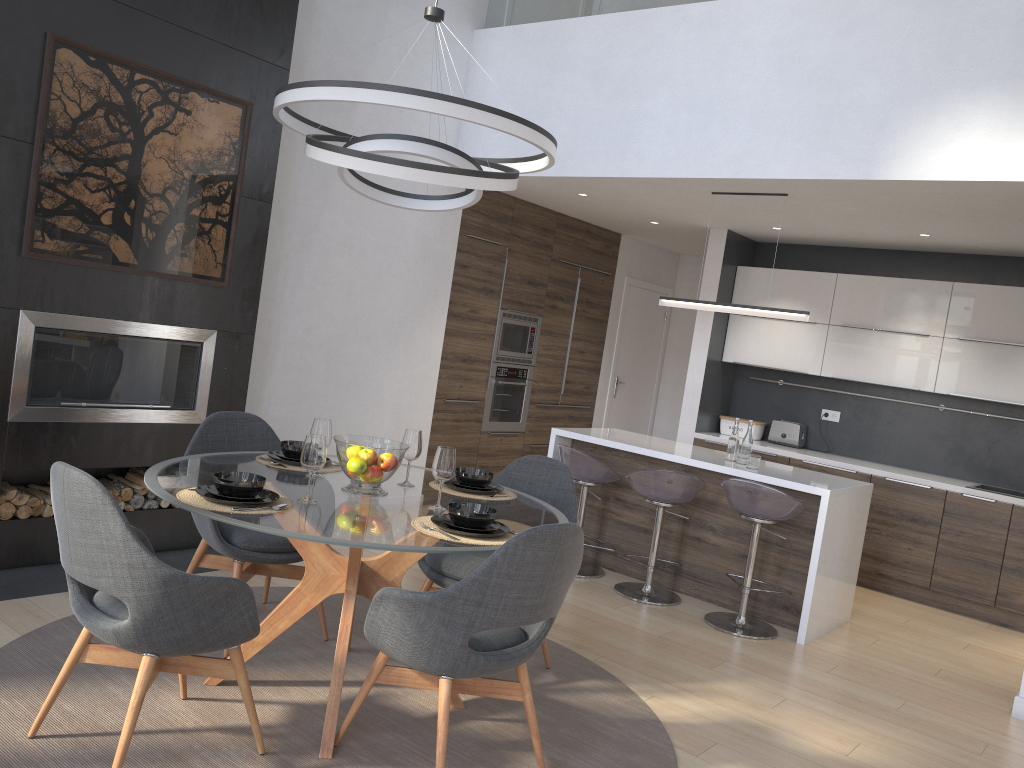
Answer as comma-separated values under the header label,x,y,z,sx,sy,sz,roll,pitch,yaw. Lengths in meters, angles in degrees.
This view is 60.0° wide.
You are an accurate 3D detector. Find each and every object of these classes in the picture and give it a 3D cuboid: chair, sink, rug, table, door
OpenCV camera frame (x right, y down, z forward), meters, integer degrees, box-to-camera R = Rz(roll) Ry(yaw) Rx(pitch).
label,x,y,z,sx,sy,sz,roll,pitch,yaw
chair,0.448,0.786,5.629,0.434,0.787,0.475,6,4,-34
chair,1.335,0.934,4.913,0.475,0.838,0.434,11,4,36
sink,3.458,0.722,5.993,0.626,0.518,0.512,11,4,38
chair,-0.139,0.806,2.827,0.619,0.891,0.655,12,5,44
rug,-0.641,1.154,3.282,2.499,0.010,2.499,9,3,11
table,-0.590,0.771,3.252,1.499,0.764,1.499,10,4,27
door,1.238,0.040,8.985,0.085,2.136,0.974,11,4,38
chair,-0.081,0.758,3.815,0.655,0.891,0.619,11,4,39
chair,-1.104,0.606,3.805,0.619,0.891,0.655,12,5,44
chair,-1.080,0.675,2.659,0.655,0.891,0.619,11,4,39
chair,0.866,0.869,5.279,0.475,0.787,0.434,9,3,1

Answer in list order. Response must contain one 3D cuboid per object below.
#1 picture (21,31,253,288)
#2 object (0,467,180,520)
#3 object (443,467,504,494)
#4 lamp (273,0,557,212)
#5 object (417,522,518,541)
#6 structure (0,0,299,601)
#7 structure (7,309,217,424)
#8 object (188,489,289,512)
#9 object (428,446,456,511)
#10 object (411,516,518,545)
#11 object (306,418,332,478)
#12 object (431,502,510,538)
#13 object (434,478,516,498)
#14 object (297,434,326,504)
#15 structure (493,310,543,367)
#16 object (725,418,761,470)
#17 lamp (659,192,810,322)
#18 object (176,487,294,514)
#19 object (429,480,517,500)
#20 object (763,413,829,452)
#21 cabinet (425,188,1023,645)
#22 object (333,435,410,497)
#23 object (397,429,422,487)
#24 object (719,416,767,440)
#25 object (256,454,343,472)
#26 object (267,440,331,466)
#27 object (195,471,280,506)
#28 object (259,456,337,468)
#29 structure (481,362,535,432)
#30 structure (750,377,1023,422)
label,x,y,z,sx,sy,sz,roll,pitch,yaw
picture,-1.779,-1.030,4.328,0.026,0.990,1.056,11,4,38
object,-2.166,0.539,4.533,0.363,0.195,1.005,11,4,36
object,-0.158,0.390,3.587,0.258,0.074,0.258,10,3,18
lamp,-0.040,-2.883,3.054,1.000,4.513,1.000,11,4,39
object,-0.139,0.464,2.877,0.206,0.015,0.309,11,4,42
structure,-1.576,-2.250,4.242,0.722,6.351,1.500,11,4,38
structure,-2.026,-0.149,4.468,0.295,0.651,1.010,11,4,38
object,-0.860,0.360,2.814,0.309,0.015,0.206,11,4,42
object,-0.245,0.332,3.118,0.083,0.220,0.083,9,3,9
object,-0.147,0.472,2.870,0.360,0.002,0.360,8,3,-10
object,-0.737,0.243,3.389,0.083,0.220,0.083,8,3,-2
object,-0.132,0.436,2.861,0.258,0.074,0.258,10,3,18
object,-0.162,0.419,3.598,0.309,0.015,0.206,11,4,42
object,-0.661,0.281,2.930,0.083,0.220,0.083,8,3,-2
structure,-0.129,-0.408,7.508,0.459,0.430,0.595,11,4,38
object,1.391,0.352,5.286,0.148,0.267,0.323,9,3,2
lamp,1.416,-0.817,5.525,0.998,0.756,0.020,11,4,38
object,-0.874,0.366,2.813,0.360,0.002,0.360,8,3,-10
object,-0.158,0.428,3.595,0.360,0.002,0.360,9,3,12
object,2.296,0.354,7.171,0.562,0.319,0.191,11,4,38
cabinet,1.912,0.113,6.090,4.694,2.501,2.402,11,4,38
object,-0.525,0.301,3.238,0.278,0.184,0.278,5,4,-44
object,-0.399,0.289,3.471,0.083,0.220,0.083,7,4,-24
object,1.922,0.369,7.411,0.380,0.148,0.263,11,4,38
object,-0.860,0.322,3.621,0.360,0.002,0.360,9,3,12
object,-0.867,0.282,3.623,0.258,0.074,0.258,6,4,-33
object,-0.865,0.329,2.807,0.258,0.074,0.258,6,4,-33
object,-0.862,0.314,3.610,0.309,0.015,0.206,5,4,-43
structure,-0.189,0.089,7.526,0.495,0.570,0.595,11,4,38
structure,3.184,0.174,6.584,3.000,0.045,0.050,11,4,38
